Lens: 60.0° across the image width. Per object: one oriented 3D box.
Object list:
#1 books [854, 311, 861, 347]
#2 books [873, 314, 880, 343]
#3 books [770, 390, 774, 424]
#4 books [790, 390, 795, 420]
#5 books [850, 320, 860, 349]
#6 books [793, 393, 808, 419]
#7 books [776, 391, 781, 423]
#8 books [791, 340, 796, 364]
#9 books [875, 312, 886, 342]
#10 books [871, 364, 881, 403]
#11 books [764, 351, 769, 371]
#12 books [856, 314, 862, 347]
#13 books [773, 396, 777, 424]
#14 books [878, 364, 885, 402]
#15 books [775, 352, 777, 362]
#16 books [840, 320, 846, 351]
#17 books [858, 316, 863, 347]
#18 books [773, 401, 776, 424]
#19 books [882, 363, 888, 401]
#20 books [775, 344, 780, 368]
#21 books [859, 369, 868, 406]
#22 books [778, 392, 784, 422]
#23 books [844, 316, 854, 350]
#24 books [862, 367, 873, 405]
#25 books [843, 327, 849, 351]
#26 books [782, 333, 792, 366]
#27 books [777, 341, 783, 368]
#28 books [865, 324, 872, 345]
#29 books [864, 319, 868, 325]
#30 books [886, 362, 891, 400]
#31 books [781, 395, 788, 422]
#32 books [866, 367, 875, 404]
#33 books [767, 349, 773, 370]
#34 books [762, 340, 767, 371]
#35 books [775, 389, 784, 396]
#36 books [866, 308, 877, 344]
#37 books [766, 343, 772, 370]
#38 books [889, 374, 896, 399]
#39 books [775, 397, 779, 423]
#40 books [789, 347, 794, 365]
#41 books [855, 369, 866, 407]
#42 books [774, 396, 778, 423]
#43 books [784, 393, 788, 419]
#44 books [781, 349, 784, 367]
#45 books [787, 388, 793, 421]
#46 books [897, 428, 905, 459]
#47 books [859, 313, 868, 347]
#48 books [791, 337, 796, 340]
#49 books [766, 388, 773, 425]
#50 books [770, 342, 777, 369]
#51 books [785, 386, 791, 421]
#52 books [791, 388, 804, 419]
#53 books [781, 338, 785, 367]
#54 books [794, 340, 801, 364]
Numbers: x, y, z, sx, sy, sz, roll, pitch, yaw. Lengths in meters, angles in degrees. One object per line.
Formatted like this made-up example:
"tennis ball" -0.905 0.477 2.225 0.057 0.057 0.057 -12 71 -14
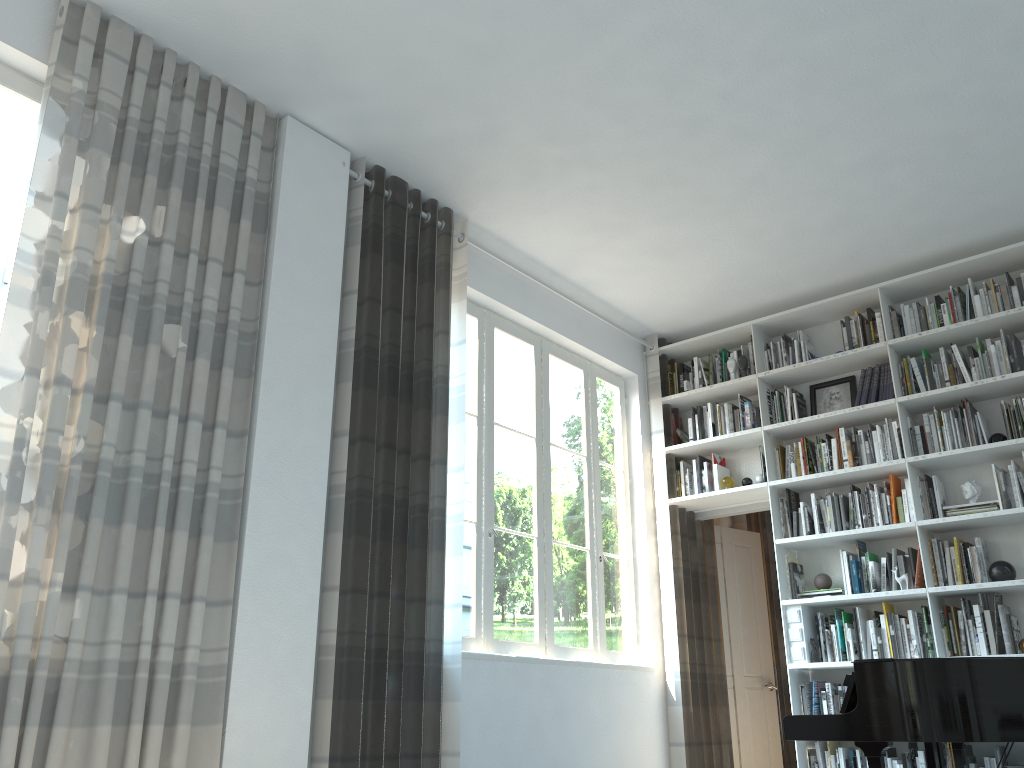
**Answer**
"books" 2.251 -0.301 5.691 0.014 0.319 0.137 -16 -26 37
"books" 2.335 -0.302 5.606 0.022 0.259 0.152 -16 -26 37
"books" 1.765 0.193 5.909 0.006 0.286 0.148 -16 -26 37
"books" 1.874 0.175 5.813 0.011 0.249 0.168 -16 -26 37
"books" 2.218 -0.270 5.673 0.028 0.248 0.156 -16 -26 37
"books" 1.886 0.184 5.786 0.012 0.213 0.186 -16 -26 37
"books" 1.801 0.192 5.869 0.009 0.259 0.184 -16 -26 37
"books" 1.915 -0.165 5.904 0.013 0.219 0.181 -16 -26 37
"books" 2.347 -0.309 5.579 0.031 0.253 0.178 -16 -26 37
"books" 2.279 0.041 5.504 0.097 0.281 0.174 -16 -26 37
"books" 1.763 -0.110 6.027 0.017 0.203 0.142 -16 -26 37
"books" 2.252 -0.291 5.666 0.013 0.282 0.167 -16 -26 37
"books" 1.784 0.212 5.892 0.005 0.237 0.154 -16 -26 37
"books" 2.318 0.036 5.499 0.079 0.284 0.174 -16 -26 37
"books" 1.824 -0.118 5.992 0.017 0.193 0.129 -16 -26 37
"books" 2.174 -0.262 5.734 0.013 0.276 0.151 -16 -26 37
"books" 2.253 -0.287 5.647 0.010 0.262 0.157 -16 -26 37
"books" 1.776 0.230 5.891 0.015 0.206 0.172 -16 -26 37
"books" 2.338 0.032 5.489 0.079 0.284 0.174 -16 -26 37
"books" 1.825 -0.140 5.977 0.013 0.224 0.177 -16 -26 37
"books" 2.234 0.066 5.562 0.110 0.278 0.174 -16 -26 37
"books" 1.806 0.191 5.848 0.004 0.245 0.189 -16 -26 37
"books" 2.198 -0.278 5.694 0.024 0.278 0.188 -16 -26 37
"books" 2.240 0.056 5.536 0.110 0.278 0.174 -16 -26 37
"books" 2.181 -0.242 5.703 0.028 0.217 0.153 -16 -26 37
"books" 1.866 -0.185 5.935 0.015 0.278 0.191 -16 -26 37
"books" 1.839 -0.151 5.975 0.016 0.242 0.156 -16 -26 37
"books" 2.289 -0.261 5.613 0.027 0.189 0.178 -16 -26 37
"books" 2.289 -0.280 5.654 0.013 0.253 0.129 -16 -26 37
"books" 2.353 0.025 5.472 0.079 0.284 0.174 -16 -26 37
"books" 1.827 0.200 5.834 0.018 0.218 0.187 -16 -26 37
"books" 2.269 0.055 5.535 0.110 0.278 0.174 -16 -26 37
"books" 1.791 -0.119 6.013 0.033 0.209 0.158 -16 -26 37
"books" 1.759 -0.143 6.054 0.007 0.284 0.160 -16 -26 37
"books" 1.793 0.186 5.895 0.006 0.288 0.144 -16 -26 37
"books" 2.302 -0.320 5.609 0.025 0.296 0.164 -16 -26 37
"books" 1.776 -0.137 6.033 0.007 0.258 0.157 -16 -26 37
"books" 2.361 0.016 5.449 0.079 0.284 0.174 -16 -26 37
"books" 1.787 0.211 5.855 0.004 0.213 0.187 -16 -26 37
"books" 1.893 -0.139 5.920 0.026 0.182 0.162 -16 -26 37
"books" 2.211 0.069 5.569 0.110 0.278 0.174 -16 -26 37
"books" 1.789 0.208 5.869 0.009 0.227 0.185 -16 -26 37
"books" 1.842 0.189 5.839 0.019 0.243 0.153 -16 -26 37
"books" 1.856 -0.128 5.964 0.014 0.191 0.146 -16 -26 37
"books" 1.855 0.173 5.818 0.023 0.257 0.183 -16 -26 37
"books" 2.358 0.384 5.271 0.039 0.201 0.236 -16 -26 37
"books" 2.261 -0.295 5.643 0.011 0.273 0.184 -16 -26 37
"books" 1.912 -0.175 5.924 0.013 0.252 0.129 -16 -26 37
"books" 1.748 0.190 5.912 0.005 0.291 0.184 -16 -26 37
"books" 1.803 -0.144 6.000 0.012 0.248 0.180 -16 -26 37
"books" 1.850 0.168 5.837 0.005 0.280 0.191 -16 -26 37
"books" 1.882 0.170 5.806 0.012 0.253 0.167 -16 -26 37
"books" 1.859 -0.167 5.957 0.016 0.260 0.154 -16 -26 37
"books" 1.924 -0.168 5.888 0.021 0.213 0.173 -16 -26 37
